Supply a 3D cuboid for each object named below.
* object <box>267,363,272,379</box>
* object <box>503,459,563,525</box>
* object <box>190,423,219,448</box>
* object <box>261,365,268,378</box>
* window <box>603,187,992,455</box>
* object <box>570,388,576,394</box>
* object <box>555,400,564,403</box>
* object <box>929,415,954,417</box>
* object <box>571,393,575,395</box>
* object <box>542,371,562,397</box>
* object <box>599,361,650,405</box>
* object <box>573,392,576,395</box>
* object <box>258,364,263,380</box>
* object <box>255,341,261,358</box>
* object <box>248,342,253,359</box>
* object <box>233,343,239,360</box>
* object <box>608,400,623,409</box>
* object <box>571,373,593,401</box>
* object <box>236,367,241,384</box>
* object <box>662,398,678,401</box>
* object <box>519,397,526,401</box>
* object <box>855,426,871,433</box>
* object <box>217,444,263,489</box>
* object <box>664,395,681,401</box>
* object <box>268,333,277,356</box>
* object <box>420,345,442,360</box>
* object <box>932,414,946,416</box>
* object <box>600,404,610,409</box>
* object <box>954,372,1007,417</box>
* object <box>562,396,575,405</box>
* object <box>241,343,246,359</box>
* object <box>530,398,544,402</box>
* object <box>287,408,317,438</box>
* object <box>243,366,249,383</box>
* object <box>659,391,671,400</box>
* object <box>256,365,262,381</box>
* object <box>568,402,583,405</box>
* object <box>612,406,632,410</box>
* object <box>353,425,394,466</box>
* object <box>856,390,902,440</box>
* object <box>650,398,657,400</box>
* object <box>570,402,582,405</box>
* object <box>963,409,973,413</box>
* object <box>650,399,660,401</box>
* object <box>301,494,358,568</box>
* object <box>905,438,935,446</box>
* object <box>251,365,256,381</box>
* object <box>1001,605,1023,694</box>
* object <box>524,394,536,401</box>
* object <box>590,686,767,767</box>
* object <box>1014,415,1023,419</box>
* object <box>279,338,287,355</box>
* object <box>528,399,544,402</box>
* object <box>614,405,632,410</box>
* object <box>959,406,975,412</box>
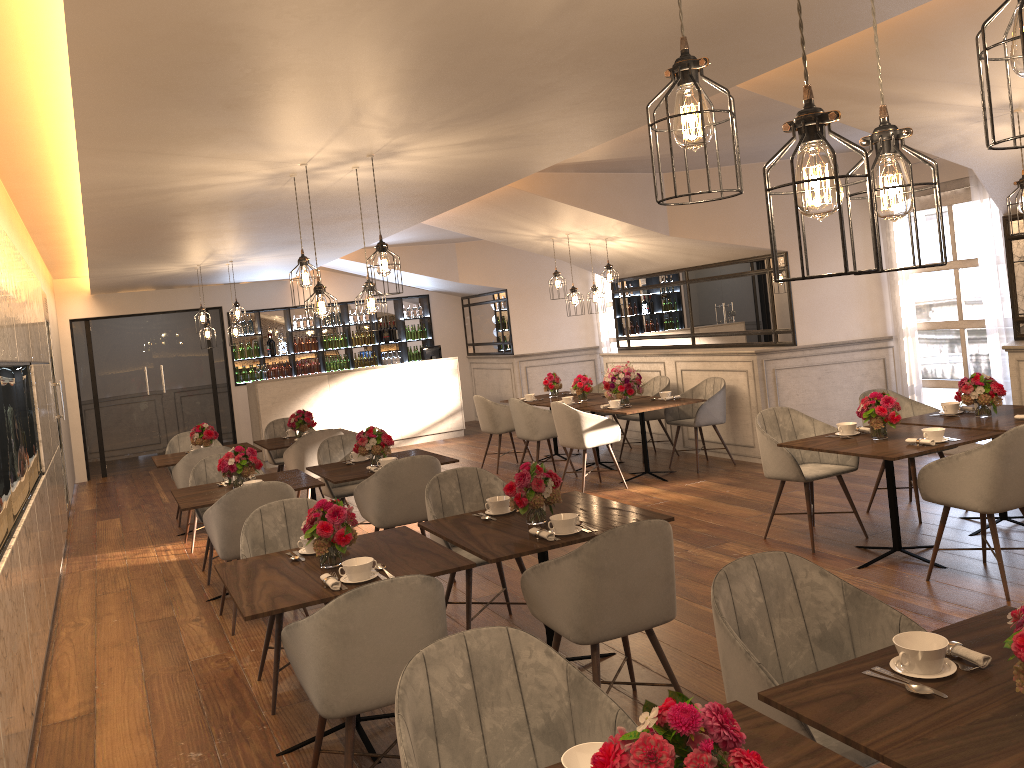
[{"bbox_3d":[-3.821,-0.199,13.909,0.065,0.261,0.066,-5,1,44],"label":"object"},{"bbox_3d":[0.095,0.492,4.090,0.233,0.301,0.306,-4,3,43],"label":"object"},{"bbox_3d":[-2.881,0.498,8.317,0.304,0.301,0.235,-4,3,40],"label":"object"},{"bbox_3d":[-3.398,-0.159,12.183,0.065,0.207,0.145,-7,2,-33],"label":"object"},{"bbox_3d":[4.774,-0.542,6.962,0.496,2.386,14.507,-7,4,-29],"label":"window"},{"bbox_3d":[0.739,0.077,10.388,0.148,0.072,0.149,-5,4,17],"label":"object"},{"bbox_3d":[0.540,0.189,9.390,0.176,0.039,0.056,-8,4,-25],"label":"object"},{"bbox_3d":[2.874,0.207,5.906,0.043,0.015,0.197,-8,4,-21],"label":"object"},{"bbox_3d":[0.766,0.104,10.313,0.193,0.024,0.025,-8,3,-25],"label":"object"},{"bbox_3d":[0.461,-0.001,10.240,0.234,0.301,0.306,-5,3,22],"label":"object"},{"bbox_3d":[1.080,-0.009,8.635,0.421,0.425,0.404,-8,3,-37],"label":"object"},{"bbox_3d":[0.789,0.097,10.286,0.176,0.039,0.056,-8,4,-25],"label":"object"},{"bbox_3d":[-3.941,-0.182,13.853,0.065,0.261,0.066,-5,1,44],"label":"object"},{"bbox_3d":[-3.979,-0.543,13.847,0.065,0.261,0.066,-5,1,44],"label":"object"},{"bbox_3d":[-4.079,-0.528,13.800,0.065,0.261,0.066,-5,1,44],"label":"object"},{"bbox_3d":[-4.278,-0.500,13.706,0.065,0.261,0.066,-5,1,44],"label":"object"},{"bbox_3d":[0.982,0.194,8.442,0.148,0.072,0.149,-5,4,17],"label":"object"},{"bbox_3d":[0.743,0.028,9.470,0.234,0.301,0.305,-6,3,-6],"label":"object"},{"bbox_3d":[-4.239,-0.140,13.712,0.065,0.261,0.066,-5,1,44],"label":"object"},{"bbox_3d":[1.542,0.143,8.658,0.193,0.024,0.025,-8,3,-25],"label":"object"},{"bbox_3d":[0.160,0.170,10.200,0.176,0.039,0.056,-8,4,-25],"label":"object"},{"bbox_3d":[2.212,0.287,5.615,0.056,0.039,0.175,-8,4,-25],"label":"object"},{"bbox_3d":[-1.864,0.556,6.044,0.305,0.301,0.234,-6,2,-3],"label":"object"},{"bbox_3d":[1.565,0.135,8.631,0.176,0.039,0.056,-8,4,-25],"label":"object"},{"bbox_3d":[-3.781,-0.619,13.946,0.104,0.359,0.104,-5,1,37],"label":"object"},{"bbox_3d":[-1.200,-0.409,13.393,0.129,0.328,0.410,-5,3,43],"label":"object"},{"bbox_3d":[2.902,0.210,5.912,0.022,0.004,0.210,-8,5,-25],"label":"object"},{"bbox_3d":[0.935,0.208,8.546,0.176,0.039,0.056,-8,4,-25],"label":"object"},{"bbox_3d":[3.033,0.058,5.730,0.304,0.301,0.235,-4,3,40],"label":"object"},{"bbox_3d":[0.586,0.174,9.286,0.148,0.072,0.149,-5,4,17],"label":"object"},{"bbox_3d":[-4.178,-0.514,13.753,0.065,0.261,0.066,-5,1,44],"label":"object"},{"bbox_3d":[0.275,0.184,10.003,0.198,0.015,0.043,-8,4,-29],"label":"object"},{"bbox_3d":[-2.080,0.385,8.703,0.304,0.301,0.235,-5,2,22],"label":"object"},{"bbox_3d":[-4.140,-0.154,13.759,0.065,0.261,0.066,-5,1,44],"label":"object"},{"bbox_3d":[1.514,0.116,8.734,0.148,0.072,0.149,-5,4,17],"label":"object"},{"bbox_3d":[-3.473,-0.148,12.142,0.065,0.207,0.065,-7,1,-34],"label":"object"},{"bbox_3d":[0.647,0.207,9.228,0.211,0.004,0.022,-8,4,-25],"label":"object"},{"bbox_3d":[1.042,0.227,8.384,0.211,0.004,0.022,-8,4,-25],"label":"object"},{"bbox_3d":[-0.997,0.437,6.423,0.305,0.301,0.235,-6,2,8],"label":"object"},{"bbox_3d":[2.194,0.178,5.320,0.234,0.301,0.305,-6,3,-6],"label":"object"},{"bbox_3d":[1.452,0.145,8.828,0.198,0.015,0.043,-8,4,-29],"label":"object"},{"bbox_3d":[0.655,0.203,9.193,0.198,0.015,0.043,-8,4,-29],"label":"object"},{"bbox_3d":[3.036,0.179,5.994,0.025,0.024,0.192,-7,4,-25],"label":"object"},{"bbox_3d":[1.461,0.152,8.794,0.211,0.004,0.022,-8,4,-25],"label":"object"},{"bbox_3d":[-0.774,0.612,3.712,0.235,0.301,0.305,-7,3,-23],"label":"object"},{"bbox_3d":[2.298,0.324,4.983,0.056,0.039,0.175,-8,4,-25],"label":"object"},{"bbox_3d":[-4.040,-0.168,13.806,0.065,0.261,0.066,-5,1,44],"label":"object"},{"bbox_3d":[1.147,0.544,1.847,0.233,0.301,0.306,-4,3,43],"label":"object"},{"bbox_3d":[0.206,0.155,10.097,0.148,0.072,0.149,-5,4,17],"label":"object"},{"bbox_3d":[0.280,0.664,1.471,0.305,0.301,0.234,-6,2,-3],"label":"object"},{"bbox_3d":[3.148,0.204,5.384,0.056,0.039,0.175,-8,4,-25],"label":"object"},{"bbox_3d":[-3.625,-0.601,14.013,0.108,0.281,0.108,-6,1,21],"label":"object"},{"bbox_3d":[0.267,0.188,10.038,0.211,0.004,0.022,-8,4,-25],"label":"object"},{"bbox_3d":[1.050,0.223,8.349,0.198,0.015,0.043,-8,4,-29],"label":"object"},{"bbox_3d":[3.062,0.167,6.017,0.056,0.039,0.175,-8,4,-25],"label":"object"}]
